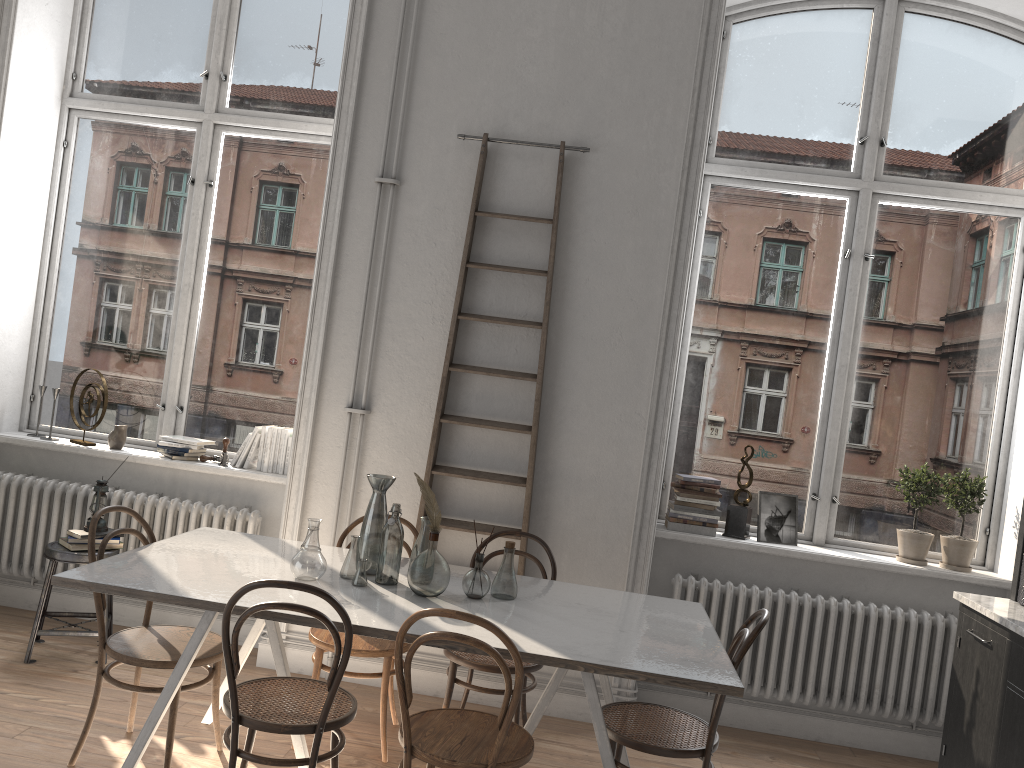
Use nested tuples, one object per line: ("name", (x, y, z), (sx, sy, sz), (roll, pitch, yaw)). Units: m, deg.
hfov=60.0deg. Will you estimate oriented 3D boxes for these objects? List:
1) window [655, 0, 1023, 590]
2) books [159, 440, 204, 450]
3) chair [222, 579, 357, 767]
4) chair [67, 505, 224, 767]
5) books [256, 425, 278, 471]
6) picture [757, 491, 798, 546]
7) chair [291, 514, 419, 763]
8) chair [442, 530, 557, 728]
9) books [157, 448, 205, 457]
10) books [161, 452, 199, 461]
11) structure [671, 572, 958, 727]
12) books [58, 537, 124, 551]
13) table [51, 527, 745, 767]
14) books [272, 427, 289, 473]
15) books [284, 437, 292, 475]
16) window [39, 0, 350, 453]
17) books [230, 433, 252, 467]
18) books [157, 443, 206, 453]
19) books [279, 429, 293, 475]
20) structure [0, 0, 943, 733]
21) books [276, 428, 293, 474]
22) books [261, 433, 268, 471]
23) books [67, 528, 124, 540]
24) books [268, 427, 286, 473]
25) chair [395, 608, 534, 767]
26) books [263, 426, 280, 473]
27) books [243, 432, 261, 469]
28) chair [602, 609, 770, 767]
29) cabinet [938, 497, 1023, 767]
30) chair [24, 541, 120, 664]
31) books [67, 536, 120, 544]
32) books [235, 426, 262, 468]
("window", (8.897, -4.021, 7.094), (14.383, 15.936, 26.400), (8, 0, 6))
("books", (-1.824, 0.335, 4.900), (0.205, 0.020, 0.155), (8, 0, -4))
("chair", (-0.732, 1.038, 2.890), (0.438, 0.920, 0.549), (8, 0, 1))
("chair", (-1.347, 0.958, 3.362), (0.549, 0.920, 0.438), (8, 0, 14))
("books", (-1.354, 0.351, 4.903), (0.024, 0.243, 0.175), (8, 0, 6))
("picture", (1.375, 0.701, 4.649), (0.221, 0.264, 0.149), (8, 0, -11))
("chair", (-0.635, 1.055, 3.825), (0.438, 0.920, 0.549), (8, 0, 4))
("chair", (-0.062, 1.131, 3.848), (0.437, 0.920, 0.549), (8, 0, 13))
("books", (-1.833, 0.377, 4.914), (0.205, 0.022, 0.155), (7, 0, 26))
("books", (-1.841, 0.398, 4.918), (0.147, 0.023, 0.221), (8, 0, -36))
("structure", (1.512, 1.320, 4.426), (1.577, 0.552, 0.194), (8, 0, 6))
("books", (-2.079, 0.786, 4.381), (0.246, 0.034, 0.194), (8, 0, -44))
("table", (-0.392, 1.155, 3.291), (2.200, 0.780, 1.100), (8, 0, 6))
("books", (-1.266, 0.363, 4.890), (0.019, 0.244, 0.174), (8, 0, 6))
("books", (-1.206, 0.390, 4.868), (0.020, 0.205, 0.155), (8, 0, 6))
("window", (-1.783, -1.063, 5.100), (1.622, 2.843, 0.013), (8, 0, 6))
("books", (-1.469, 0.359, 4.897), (0.105, 0.194, 0.155), (8, 0, 5))
("books", (-1.828, 0.355, 4.912), (0.221, 0.023, 0.147), (8, 0, 21))
("books", (-1.225, 0.368, 4.869), (0.019, 0.244, 0.174), (8, 0, 6))
("structure", (-0.083, -0.661, 4.522), (5.181, 4.474, 0.340), (8, 0, 6))
("books", (-1.244, 0.366, 4.893), (0.024, 0.243, 0.175), (8, 0, 6))
("books", (-1.333, 0.373, 4.880), (0.020, 0.205, 0.155), (8, 0, 6))
("books", (-2.059, 0.740, 4.384), (0.147, 0.027, 0.221), (7, 0, 38))
("books", (-1.287, 0.360, 4.875), (0.019, 0.244, 0.174), (8, 0, 6))
("chair", (-0.158, 1.114, 2.798), (0.437, 0.920, 0.549), (8, 0, 17))
("books", (-1.310, 0.357, 4.868), (0.024, 0.243, 0.175), (8, 0, 6))
("books", (-1.406, 0.364, 4.888), (0.072, 0.203, 0.155), (8, 0, 6))
("chair", (0.573, 1.213, 3.151), (0.549, 0.920, 0.438), (8, 0, 18))
("cabinet", (2.196, 0.083, 2.241), (0.635, 3.583, 3.251), (8, 0, 6))
("chair", (-2.135, 1.056, 4.351), (0.364, 0.523, 0.360), (8, 0, -21))
("books", (-2.063, 0.762, 4.383), (0.232, 0.029, 0.162), (8, 0, -24))
("books", (-1.429, 0.345, 4.889), (0.100, 0.235, 0.174), (8, 0, 6))
